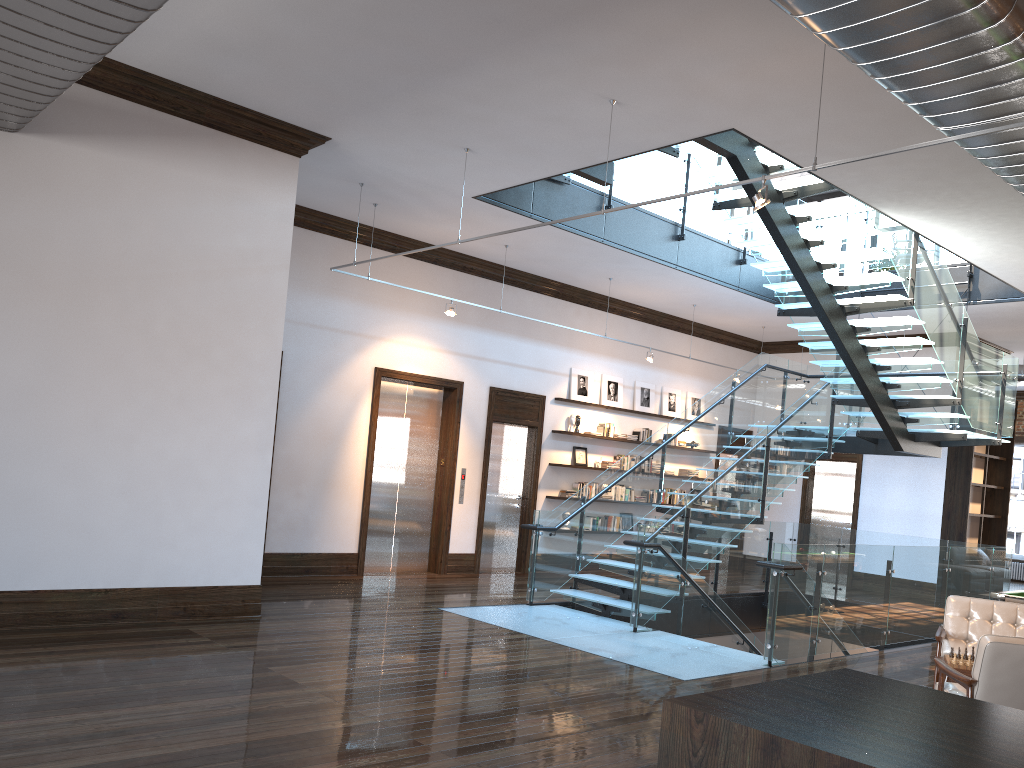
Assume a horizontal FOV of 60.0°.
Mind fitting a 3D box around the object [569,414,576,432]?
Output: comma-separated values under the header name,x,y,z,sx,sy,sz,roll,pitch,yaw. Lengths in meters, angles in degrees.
name,x,y,z,sx,sy,sz,roll,pitch,yaw
object,0.936,0.615,13.792,0.098,0.287,0.098,5,-1,1

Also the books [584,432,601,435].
name,x,y,z,sx,sy,sz,roll,pitch,yaw
books,1.282,0.787,14.100,0.256,0.011,0.142,10,-7,-40

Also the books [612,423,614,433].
name,x,y,z,sx,sy,sz,roll,pitch,yaw
books,1.603,0.754,14.392,0.014,0.232,0.119,6,-2,-42

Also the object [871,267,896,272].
name,x,y,z,sx,sy,sz,roll,pitch,yaw
object,7.839,-1.935,18.391,0.811,1.861,0.802,5,-1,7

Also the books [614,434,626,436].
name,x,y,z,sx,sy,sz,roll,pitch,yaw
books,1.736,0.836,14.506,0.196,0.013,0.152,10,-7,-42

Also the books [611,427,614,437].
name,x,y,z,sx,sy,sz,roll,pitch,yaw
books,1.588,0.778,14.369,0.035,0.177,0.131,6,-2,-42

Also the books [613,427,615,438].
name,x,y,z,sx,sy,sz,roll,pitch,yaw
books,1.613,0.781,14.396,0.012,0.181,0.128,6,-2,-42

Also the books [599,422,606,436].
name,x,y,z,sx,sy,sz,roll,pitch,yaw
books,1.444,0.727,14.235,0.014,0.228,0.142,6,-2,-42

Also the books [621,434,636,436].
name,x,y,z,sx,sy,sz,roll,pitch,yaw
books,1.946,0.850,14.691,0.258,0.011,0.142,9,-7,-37

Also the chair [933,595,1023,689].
name,x,y,z,sx,sy,sz,roll,pitch,yaw
chair,3.603,2.087,6.685,0.766,0.864,0.745,4,-3,28

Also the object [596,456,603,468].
name,x,y,z,sx,sy,sz,roll,pitch,yaw
object,1.402,1.256,14.262,0.122,0.187,0.059,5,-1,-6

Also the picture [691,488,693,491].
name,x,y,z,sx,sy,sz,roll,pitch,yaw
picture,3.348,2.054,16.089,0.302,0.299,0.077,8,-2,-42

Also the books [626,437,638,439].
name,x,y,z,sx,sy,sz,roll,pitch,yaw
books,1.940,0.892,14.693,0.288,0.011,0.141,10,-7,-39

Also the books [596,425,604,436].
name,x,y,z,sx,sy,sz,roll,pitch,yaw
books,1.413,0.749,14.220,0.050,0.175,0.128,6,-2,-42

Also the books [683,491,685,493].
name,x,y,z,sx,sy,sz,roll,pitch,yaw
books,2.996,2.016,15.705,0.006,0.238,0.157,6,-2,-42

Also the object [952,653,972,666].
name,x,y,z,sx,sy,sz,roll,pitch,yaw
object,3.114,1.832,5.897,0.333,0.100,0.076,3,-3,23

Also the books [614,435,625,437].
name,x,y,z,sx,sy,sz,roll,pitch,yaw
books,1.728,0.848,14.499,0.215,0.014,0.125,10,-7,-42

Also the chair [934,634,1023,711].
name,x,y,z,sx,sy,sz,roll,pitch,yaw
chair,2.978,1.894,5.254,0.767,0.864,0.744,5,-3,8

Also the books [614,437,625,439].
name,x,y,z,sx,sy,sz,roll,pitch,yaw
books,1.728,0.877,14.499,0.211,0.015,0.155,10,-7,-42

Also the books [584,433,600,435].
name,x,y,z,sx,sy,sz,roll,pitch,yaw
books,1.283,0.798,14.099,0.140,0.011,0.288,0,-8,45

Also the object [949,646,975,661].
name,x,y,z,sx,sy,sz,roll,pitch,yaw
object,3.215,1.863,6.135,0.333,0.100,0.076,3,-3,23

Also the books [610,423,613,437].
name,x,y,z,sx,sy,sz,roll,pitch,yaw
books,1.567,0.749,14.352,0.024,0.228,0.111,6,-2,-42

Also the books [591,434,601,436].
name,x,y,z,sx,sy,sz,roll,pitch,yaw
books,1.279,0.809,14.101,0.256,0.011,0.142,10,-7,-43

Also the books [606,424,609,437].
name,x,y,z,sx,sy,sz,roll,pitch,yaw
books,1.475,0.746,14.246,0.029,0.197,0.163,6,-2,-42

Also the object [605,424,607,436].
name,x,y,z,sx,sy,sz,roll,pitch,yaw
object,1.455,0.739,14.240,0.010,0.206,0.154,6,-2,-42

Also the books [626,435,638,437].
name,x,y,z,sx,sy,sz,roll,pitch,yaw
books,1.940,0.860,14.696,0.287,0.011,0.140,10,-7,-43

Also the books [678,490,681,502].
name,x,y,z,sx,sy,sz,roll,pitch,yaw
books,2.892,1.989,15.605,0.036,0.254,0.168,6,-2,-42

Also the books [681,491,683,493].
name,x,y,z,sx,sy,sz,roll,pitch,yaw
books,2.934,1.999,15.625,0.013,0.246,0.169,6,-2,-42

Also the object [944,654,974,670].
name,x,y,z,sx,sy,sz,roll,pitch,yaw
object,3.159,1.909,6.016,0.387,0.028,0.390,3,-6,23

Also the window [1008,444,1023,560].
name,x,y,z,sx,sy,sz,roll,pitch,yaw
window,12.043,2.768,20.675,0.155,2.747,1.516,6,-2,-42

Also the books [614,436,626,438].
name,x,y,z,sx,sy,sz,roll,pitch,yaw
books,1.741,0.864,14.506,0.184,0.014,0.159,10,-7,-42

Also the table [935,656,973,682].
name,x,y,z,sx,sy,sz,roll,pitch,yaw
table,3.128,2.163,6.011,0.515,0.494,0.465,4,-3,23

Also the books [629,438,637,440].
name,x,y,z,sx,sy,sz,roll,pitch,yaw
books,1.936,0.903,14.696,0.256,0.011,0.142,10,-7,-41

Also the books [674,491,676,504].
name,x,y,z,sx,sy,sz,roll,pitch,yaw
books,2.803,1.984,15.534,0.032,0.235,0.126,6,-2,-42

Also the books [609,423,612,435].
name,x,y,z,sx,sy,sz,roll,pitch,yaw
books,1.539,0.743,14.314,0.025,0.228,0.132,6,-2,-42

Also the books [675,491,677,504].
name,x,y,z,sx,sy,sz,roll,pitch,yaw
books,2.824,1.989,15.568,0.033,0.237,0.125,6,-2,-42

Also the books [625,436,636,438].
name,x,y,z,sx,sy,sz,roll,pitch,yaw
books,1.941,0.882,14.693,0.142,0.011,0.257,0,-8,45

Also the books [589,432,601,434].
name,x,y,z,sx,sy,sz,roll,pitch,yaw
books,1.283,0.776,14.100,0.257,0.011,0.142,10,-7,-43

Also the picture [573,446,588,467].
name,x,y,z,sx,sy,sz,roll,pitch,yaw
picture,1.082,1.144,13.999,0.302,0.299,0.077,8,-2,-42

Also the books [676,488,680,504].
name,x,y,z,sx,sy,sz,roll,pitch,yaw
books,2.873,1.972,15.582,0.006,0.281,0.145,6,-2,-42

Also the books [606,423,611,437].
name,x,y,z,sx,sy,sz,roll,pitch,yaw
books,1.517,0.743,14.274,0.012,0.216,0.164,6,-2,-42

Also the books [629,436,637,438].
name,x,y,z,sx,sy,sz,roll,pitch,yaw
books,1.940,0.871,14.695,0.256,0.011,0.142,10,-7,-40
